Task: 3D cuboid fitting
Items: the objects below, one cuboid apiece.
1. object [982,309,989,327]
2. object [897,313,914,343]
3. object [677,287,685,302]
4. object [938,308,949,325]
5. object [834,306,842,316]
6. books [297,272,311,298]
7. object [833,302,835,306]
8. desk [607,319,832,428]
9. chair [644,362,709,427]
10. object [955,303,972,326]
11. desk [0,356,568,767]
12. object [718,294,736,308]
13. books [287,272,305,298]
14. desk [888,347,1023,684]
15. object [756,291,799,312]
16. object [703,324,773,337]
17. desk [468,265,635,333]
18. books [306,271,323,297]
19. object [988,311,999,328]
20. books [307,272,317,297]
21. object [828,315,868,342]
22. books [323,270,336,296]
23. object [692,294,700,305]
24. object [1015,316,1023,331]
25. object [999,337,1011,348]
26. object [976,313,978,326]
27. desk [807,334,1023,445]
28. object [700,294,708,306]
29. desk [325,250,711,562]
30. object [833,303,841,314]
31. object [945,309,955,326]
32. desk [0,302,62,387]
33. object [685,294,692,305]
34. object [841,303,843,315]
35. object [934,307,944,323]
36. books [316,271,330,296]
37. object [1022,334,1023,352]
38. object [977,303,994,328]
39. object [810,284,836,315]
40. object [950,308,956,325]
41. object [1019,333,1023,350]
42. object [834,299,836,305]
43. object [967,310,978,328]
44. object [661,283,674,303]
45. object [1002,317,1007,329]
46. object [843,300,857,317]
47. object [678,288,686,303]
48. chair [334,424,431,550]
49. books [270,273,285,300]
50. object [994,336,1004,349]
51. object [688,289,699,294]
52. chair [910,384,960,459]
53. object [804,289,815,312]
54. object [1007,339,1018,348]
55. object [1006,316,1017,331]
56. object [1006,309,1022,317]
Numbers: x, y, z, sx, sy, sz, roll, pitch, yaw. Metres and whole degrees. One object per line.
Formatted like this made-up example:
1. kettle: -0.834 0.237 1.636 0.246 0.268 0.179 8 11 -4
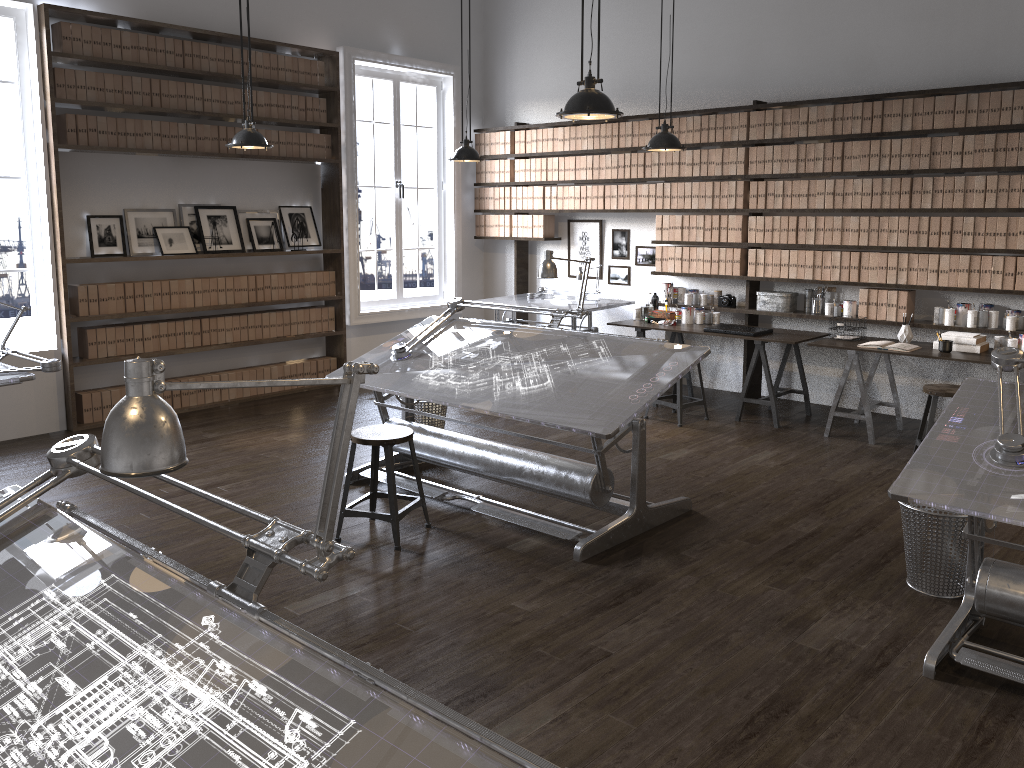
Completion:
1. object: 3.309 -0.457 6.197 0.045 0.127 0.044 -5 10 -30
2. object: 2.838 -0.404 6.381 0.101 0.207 0.102 0 9 -3
3. object: 1.503 -0.799 7.905 0.072 0.128 0.071 0 9 -1
4. object: 3.086 -0.483 6.334 0.063 0.117 0.063 -1 9 -7
5. object: 2.564 -0.573 6.874 0.181 0.093 0.062 -7 11 -34
6. books: -1.894 -0.894 7.990 0.175 0.224 0.067 8 12 42
7. object: 2.495 -0.582 6.835 0.035 0.102 0.004 7 10 38
8. desk: 1.639 -0.126 7.224 1.674 0.664 0.658 9 13 42
9. chair: 1.278 0.023 6.832 0.359 0.524 0.373 -7 12 -39
10. object: 3.206 -0.492 6.291 0.095 0.160 0.094 7 11 38
11. desk: -0.692 0.646 1.297 2.076 1.376 1.081 9 13 42
12. object: 1.809 -0.704 7.487 0.171 0.108 0.091 9 13 42
13. books: -1.937 -0.886 7.945 0.175 0.224 0.067 8 12 42
14. desk: 2.421 0.367 2.762 2.076 1.376 1.081 9 13 42
15. object: 2.159 -0.673 7.221 0.318 0.151 0.194 9 13 41
16. object: 1.765 -0.419 6.909 0.447 0.033 0.313 10 15 41
17. desk: 0.408 -0.547 8.259 1.273 1.090 1.076 9 13 42
18. books: -1.804 -0.914 8.091 0.175 0.224 0.067 8 12 42
19. object: 3.341 -0.447 6.144 0.062 0.118 0.062 2 9 10
20. books: -1.848 -0.903 8.037 0.175 0.224 0.067 8 12 42
21. object: 2.480 -0.411 6.540 0.204 0.159 0.285 9 13 41
22. books: -1.709 -0.932 8.187 0.175 0.224 0.067 8 12 42
23. object: 1.594 -0.730 7.668 0.063 0.093 0.063 5 10 28
24. object: 3.450 -0.412 6.015 0.062 0.094 0.063 -2 9 -16
25. object: 3.297 -0.262 5.922 0.063 0.093 0.063 -1 9 -7
26. object: 3.262 -0.452 6.240 0.054 0.100 0.054 -5 10 -31
27. desk: 2.946 0.101 6.050 1.674 0.664 0.658 9 13 42
28. object: 1.656 -0.726 7.643 0.062 0.094 0.062 5 10 28
29. desk: -0.062 -0.064 4.992 2.288 1.376 1.081 9 13 42
30. object: 2.544 -0.584 6.914 0.062 0.093 0.064 1 9 4
31. object: 3.097 -0.471 6.266 0.062 0.118 0.062 0 9 2
32. desk: -3.039 0.113 4.575 1.273 1.180 1.176 9 13 42
33. object: 1.533 -0.737 7.703 0.062 0.094 0.062 5 10 28
34. object: 2.569 -0.575 6.863 0.045 0.100 0.044 8 12 44
35. object: 3.084 -0.497 6.401 0.062 0.118 0.062 -1 9 -7
36. books: -1.758 -0.924 8.144 0.175 0.224 0.067 8 12 42
37. object: 3.381 -0.251 5.768 0.104 0.140 0.105 -8 12 -40
38. object: 3.309 -0.477 6.213 0.094 0.160 0.206 8 13 43
39. object: 2.444 -0.685 6.969 0.181 0.270 0.157 4 10 26
40. object: 3.139 -0.480 6.311 0.045 0.127 0.044 8 11 42
41. object: 3.417 -0.266 5.879 0.095 0.127 0.094 7 11 38
42. object: 2.506 -0.596 6.850 0.041 0.124 0.008 5 9 31
43. object: 3.207 -0.452 6.172 0.062 0.118 0.062 2 9 10
44. object: 1.374 -0.804 7.838 0.107 0.175 0.108 8 12 43
45. object: 3.404 -0.415 6.088 0.054 0.081 0.054 6 11 32
46. object: 2.591 -0.575 6.796 0.094 0.127 0.095 -8 12 -40
47. object: 1.500 -0.784 7.826 0.070 0.129 0.070 -1 9 -10
48. chair: -0.636 0.494 4.375 0.359 0.524 0.374 3 10 20
49. books: -2.076 -0.857 7.795 0.175 0.224 0.067 8 12 42
50. object: 3.295 -0.275 5.989 0.062 0.094 0.062 -1 9 -7
51. object: 1.598 -0.767 7.792 0.094 0.127 0.095 -3 9 -17
52. chair: 2.693 0.287 5.468 0.372 0.524 0.361 3 9 15
53. object: 2.391 -0.667 7.127 0.079 0.187 0.079 3 9 21
54. object: 3.308 -0.249 5.853 0.062 0.094 0.062 0 9 2
55. object: 3.384 -0.410 6.003 0.062 0.095 0.062 -2 9 -16
56. object: 3.472 -0.448 6.137 0.094 0.129 0.095 5 10 29
